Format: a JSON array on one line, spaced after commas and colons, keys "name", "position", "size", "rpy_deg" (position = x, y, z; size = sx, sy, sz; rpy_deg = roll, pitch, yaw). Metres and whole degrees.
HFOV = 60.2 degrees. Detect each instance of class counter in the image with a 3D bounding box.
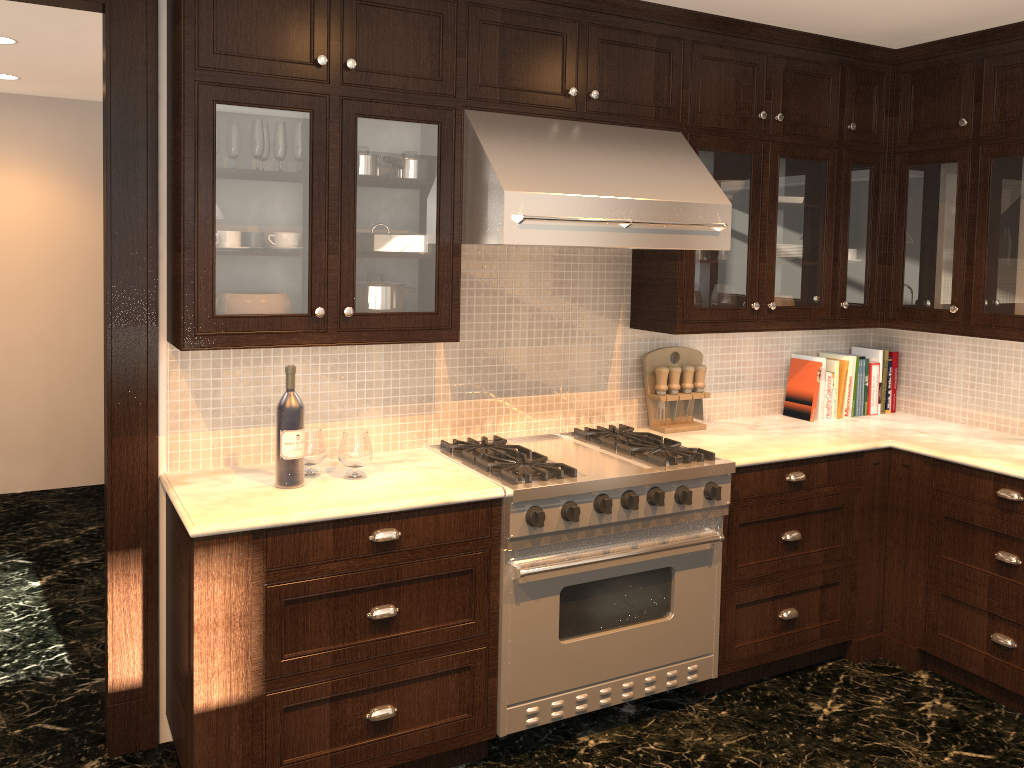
[{"name": "counter", "position": [0.883, 0.379, 2.662], "size": [3.371, 0.032, 2.333], "rpy_deg": [-3, 10, -28]}]

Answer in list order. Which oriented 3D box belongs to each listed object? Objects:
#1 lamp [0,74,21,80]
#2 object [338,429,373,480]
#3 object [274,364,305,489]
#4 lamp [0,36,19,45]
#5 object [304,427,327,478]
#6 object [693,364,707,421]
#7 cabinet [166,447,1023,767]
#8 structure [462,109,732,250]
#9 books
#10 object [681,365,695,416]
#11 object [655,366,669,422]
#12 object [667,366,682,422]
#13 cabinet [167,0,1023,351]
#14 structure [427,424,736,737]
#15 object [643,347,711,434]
[{"name": "lamp", "position": [-2.934, -1.831, 5.071], "size": [0.198, 0.136, 0.198], "rpy_deg": [6, 8, 36]}, {"name": "object", "position": [-0.508, 0.228, 2.859], "size": [0.112, 0.150, 0.113], "rpy_deg": [-3, 6, -36]}, {"name": "object", "position": [-0.688, 0.129, 2.737], "size": [0.094, 0.376, 0.095], "rpy_deg": [0, 4, -13]}, {"name": "lamp", "position": [-2.425, -1.679, 4.135], "size": [0.198, 0.136, 0.199], "rpy_deg": [-2, 7, -23]}, {"name": "object", "position": [-0.660, 0.222, 2.875], "size": [0.112, 0.150, 0.113], "rpy_deg": [-3, 6, -36]}, {"name": "object", "position": [0.804, 0.034, 3.798], "size": [0.061, 0.236, 0.061], "rpy_deg": [3, 4, 25]}, {"name": "cabinet", "position": [0.873, 0.833, 2.687], "size": [3.371, 0.875, 2.333], "rpy_deg": [-3, 9, -28]}, {"name": "structure", "position": [0.251, -0.735, 3.200], "size": [0.932, 0.475, 0.644], "rpy_deg": [-3, 8, -28]}, {"name": "books", "position": [1.573, -0.011, 4.221], "size": [0.604, 0.309, 0.195], "rpy_deg": [-3, 6, -29]}, {"name": "object", "position": [0.746, 0.032, 3.766], "size": [0.061, 0.225, 0.061], "rpy_deg": [3, 4, 31]}, {"name": "object", "position": [0.625, 0.041, 3.699], "size": [0.061, 0.227, 0.061], "rpy_deg": [5, 5, 43]}, {"name": "object", "position": [0.683, 0.042, 3.731], "size": [0.061, 0.236, 0.061], "rpy_deg": [3, 4, 31]}, {"name": "cabinet", "position": [0.907, -0.687, 2.608], "size": [3.370, 1.247, 2.325], "rpy_deg": [-3, 9, -28]}, {"name": "structure", "position": [0.233, 0.647, 3.255], "size": [0.907, 0.833, 0.724], "rpy_deg": [-2, 6, -29]}, {"name": "object", "position": [0.710, 0.020, 3.757], "size": [0.316, 0.347, 0.111], "rpy_deg": [-2, 5, -29]}]
